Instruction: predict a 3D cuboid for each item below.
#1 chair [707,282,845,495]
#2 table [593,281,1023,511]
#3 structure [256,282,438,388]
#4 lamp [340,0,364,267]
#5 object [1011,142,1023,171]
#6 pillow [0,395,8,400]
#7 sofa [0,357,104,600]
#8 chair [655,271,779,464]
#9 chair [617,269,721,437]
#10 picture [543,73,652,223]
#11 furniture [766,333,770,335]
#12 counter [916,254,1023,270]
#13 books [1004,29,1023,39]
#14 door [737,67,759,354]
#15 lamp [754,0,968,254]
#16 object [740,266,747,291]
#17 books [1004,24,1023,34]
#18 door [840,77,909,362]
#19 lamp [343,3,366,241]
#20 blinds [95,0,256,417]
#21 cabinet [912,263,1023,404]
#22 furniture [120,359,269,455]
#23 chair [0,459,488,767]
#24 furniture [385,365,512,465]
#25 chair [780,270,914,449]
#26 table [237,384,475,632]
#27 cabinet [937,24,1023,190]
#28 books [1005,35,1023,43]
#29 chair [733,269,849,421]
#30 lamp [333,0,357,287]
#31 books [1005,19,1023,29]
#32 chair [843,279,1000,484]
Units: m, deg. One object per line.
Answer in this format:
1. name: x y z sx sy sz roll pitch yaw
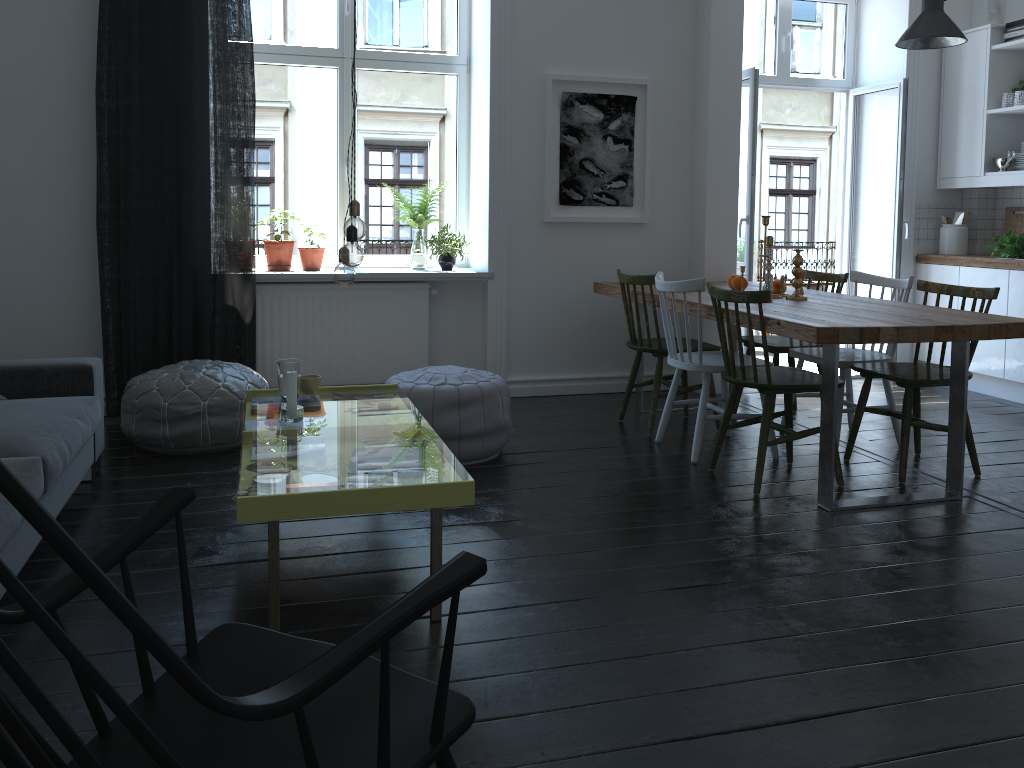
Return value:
1. chair: 1.095 -0.006 3.716 0.486 0.819 0.472 -1 6 -17
2. table: 1.275 -0.074 4.380 1.018 0.708 2.258 -2 10 -16
3. structure: -0.960 -0.278 5.152 1.065 0.623 0.074 -2 5 -16
4. lamp: -0.502 -1.116 2.784 0.074 1.484 0.087 3 5 35
5. object: 3.338 -1.439 5.577 0.306 0.192 0.304 -2 9 -14
6. pillow: -2.028 -0.003 2.524 0.478 0.486 2.084 -1 10 -11
7. sofa: -1.910 0.238 2.506 1.084 0.715 2.406 -2 10 -16
8. chair: 0.929 -0.101 4.168 0.510 0.834 0.471 -1 6 -16
9. chair: 0.812 -0.183 4.645 0.486 0.820 0.472 -1 6 -17
10. picture: 0.525 -1.445 5.443 0.688 0.880 0.084 -1 4 -16
11. furniture: 2.533 -0.459 7.414 0.400 0.370 0.933 -1 10 -16
12. counter: 3.324 -0.590 4.676 0.847 0.073 3.143 -2 11 -15
13. books: 3.326 -2.205 5.531 0.260 0.030 0.333 -3 11 -18
14. door: 1.460 -1.060 5.928 0.105 2.007 0.591 0 5 -10
15. lamp: 2.181 -1.912 6.283 0.493 2.484 2.735 -1 8 -16
16. object: 1.130 -0.498 4.321 0.080 0.159 0.081 4 6 31
17. books: 3.341 -2.234 5.521 0.287 0.030 0.356 -2 11 -16
18. door: 2.549 -1.106 6.236 0.105 2.007 0.591 -1 5 -21
19. lamp: -0.508 -1.210 2.843 0.074 1.484 0.075 3 5 31
20. blinds: -1.766 -1.304 4.641 0.805 2.946 0.113 -1 4 -17
21. cabinet: 3.377 -0.162 4.715 0.729 0.804 3.230 0 10 -8
22. furniture: -1.517 0.089 4.257 0.680 0.378 0.688 -2 9 -16
23. chair: -0.422 0.379 1.111 0.614 0.995 0.914 4 8 29
24. furniture: -0.305 0.135 4.130 0.616 0.415 0.617 -3 9 -21
25. chair: 1.695 -0.134 4.393 0.510 0.834 0.471 -1 6 -16
26. table: -0.579 0.337 2.925 0.600 0.394 1.420 -2 10 -16
27. cabinet: 3.445 -0.872 4.348 0.780 2.343 3.843 0 9 -12
28. books: 3.337 -2.166 5.525 0.259 0.043 0.356 -2 11 -14
29. chair: 1.529 -0.213 4.846 0.486 0.819 0.472 -1 6 -17
30. lamp: -0.543 -1.063 2.881 0.089 1.484 0.075 1 4 8
31. books: 3.333 -2.270 5.529 0.259 0.037 0.330 -2 11 -14
32. chair: 1.812 -0.035 3.918 0.486 0.820 0.472 -1 6 -17
